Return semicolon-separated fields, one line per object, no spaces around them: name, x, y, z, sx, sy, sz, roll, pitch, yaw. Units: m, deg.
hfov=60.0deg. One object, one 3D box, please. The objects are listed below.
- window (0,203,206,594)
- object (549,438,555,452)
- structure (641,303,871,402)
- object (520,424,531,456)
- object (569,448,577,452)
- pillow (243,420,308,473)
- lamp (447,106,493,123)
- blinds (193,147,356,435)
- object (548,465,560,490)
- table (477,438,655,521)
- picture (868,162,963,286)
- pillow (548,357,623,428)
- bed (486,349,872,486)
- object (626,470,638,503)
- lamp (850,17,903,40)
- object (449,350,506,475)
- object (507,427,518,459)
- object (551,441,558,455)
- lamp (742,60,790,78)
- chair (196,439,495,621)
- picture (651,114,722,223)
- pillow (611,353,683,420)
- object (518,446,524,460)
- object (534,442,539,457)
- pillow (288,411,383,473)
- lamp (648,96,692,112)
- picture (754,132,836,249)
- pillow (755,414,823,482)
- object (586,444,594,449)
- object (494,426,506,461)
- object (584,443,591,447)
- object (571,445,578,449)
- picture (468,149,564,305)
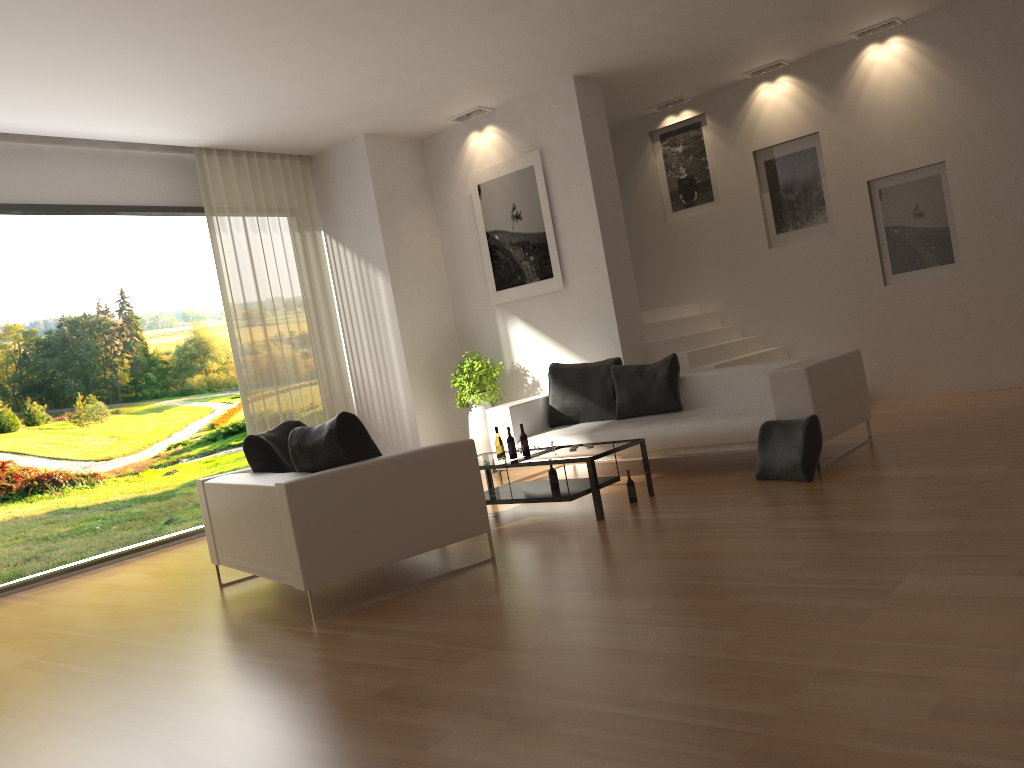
window;-3.785;-0.020;7.983;0.152;3.189;5.198;-9;2;40
object;0.298;0.454;6.615;0.039;0.101;0.039;-10;2;-2
structure;1.407;-0.097;10.301;4.625;1.403;1.839;-9;2;40
object;0.091;0.422;6.668;0.057;0.248;0.057;-11;2;-33
object;0.437;0.471;6.352;0.052;0.021;0.052;-11;2;-28
pillow;-1.501;0.552;6.055;0.291;0.598;0.660;-9;2;29
lamp;-0.456;-2.900;9.324;0.446;0.166;0.243;-9;2;40
blinds;-2.419;-0.649;9.390;0.143;3.861;1.409;-9;2;37
object;0.300;0.668;6.494;0.065;0.217;0.065;-10;2;22
table;0.186;0.759;6.655;1.566;0.460;0.709;-9;2;40
picture;4.135;-1.622;9.091;0.802;1.155;0.005;-9;2;40
pillow;0.694;0.086;8.310;0.755;0.666;0.346;-9;2;26
bed;1.323;0.337;7.657;3.075;0.761;1.262;-9;2;40
object;0.848;0.733;6.332;0.059;0.244;0.059;-10;2;16
lamp;3.635;-3.628;8.879;0.446;0.166;0.243;-9;2;40
object;-0.308;0.289;9.470;0.631;1.324;0.570;-12;2;-36
object;-0.007;0.441;6.631;0.059;0.244;0.059;-9;2;40
object;0.304;0.461;6.385;0.039;0.101;0.039;-10;2;-2
lamp;2.743;-3.491;9.628;0.446;0.166;0.243;-9;2;40
chair;-1.087;0.839;5.657;1.262;0.761;1.671;-12;2;-35
picture;2.078;-2.566;10.590;0.802;1.155;0.005;-9;2;40
pillow;1.206;0.031;7.913;0.628;0.524;0.270;-9;2;23
object;0.068;0.501;6.462;0.039;0.101;0.039;-11;2;-8
object;0.184;0.480;6.479;0.039;0.101;0.039;-10;2;-2
pillow;-0.988;0.494;5.177;0.506;0.666;0.324;-9;2;30
lamp;1.837;-3.351;10.389;0.446;0.166;0.243;-9;2;40
picture;3.133;-2.125;9.814;0.802;1.155;0.005;-9;2;40
pillow;1.950;0.459;6.201;0.340;0.457;0.503;-11;2;-32
object;0.560;0.449;6.351;0.052;0.021;0.052;-10;2;17
object;-0.098;0.449;6.697;0.067;0.257;0.068;-11;2;-32
object;0.552;0.445;6.492;0.052;0.021;0.052;-10;2;17
object;0.458;0.462;6.498;0.052;0.021;0.052;-10;2;17
picture;0.027;-1.613;9.294;0.979;1.431;0.004;-9;2;40
